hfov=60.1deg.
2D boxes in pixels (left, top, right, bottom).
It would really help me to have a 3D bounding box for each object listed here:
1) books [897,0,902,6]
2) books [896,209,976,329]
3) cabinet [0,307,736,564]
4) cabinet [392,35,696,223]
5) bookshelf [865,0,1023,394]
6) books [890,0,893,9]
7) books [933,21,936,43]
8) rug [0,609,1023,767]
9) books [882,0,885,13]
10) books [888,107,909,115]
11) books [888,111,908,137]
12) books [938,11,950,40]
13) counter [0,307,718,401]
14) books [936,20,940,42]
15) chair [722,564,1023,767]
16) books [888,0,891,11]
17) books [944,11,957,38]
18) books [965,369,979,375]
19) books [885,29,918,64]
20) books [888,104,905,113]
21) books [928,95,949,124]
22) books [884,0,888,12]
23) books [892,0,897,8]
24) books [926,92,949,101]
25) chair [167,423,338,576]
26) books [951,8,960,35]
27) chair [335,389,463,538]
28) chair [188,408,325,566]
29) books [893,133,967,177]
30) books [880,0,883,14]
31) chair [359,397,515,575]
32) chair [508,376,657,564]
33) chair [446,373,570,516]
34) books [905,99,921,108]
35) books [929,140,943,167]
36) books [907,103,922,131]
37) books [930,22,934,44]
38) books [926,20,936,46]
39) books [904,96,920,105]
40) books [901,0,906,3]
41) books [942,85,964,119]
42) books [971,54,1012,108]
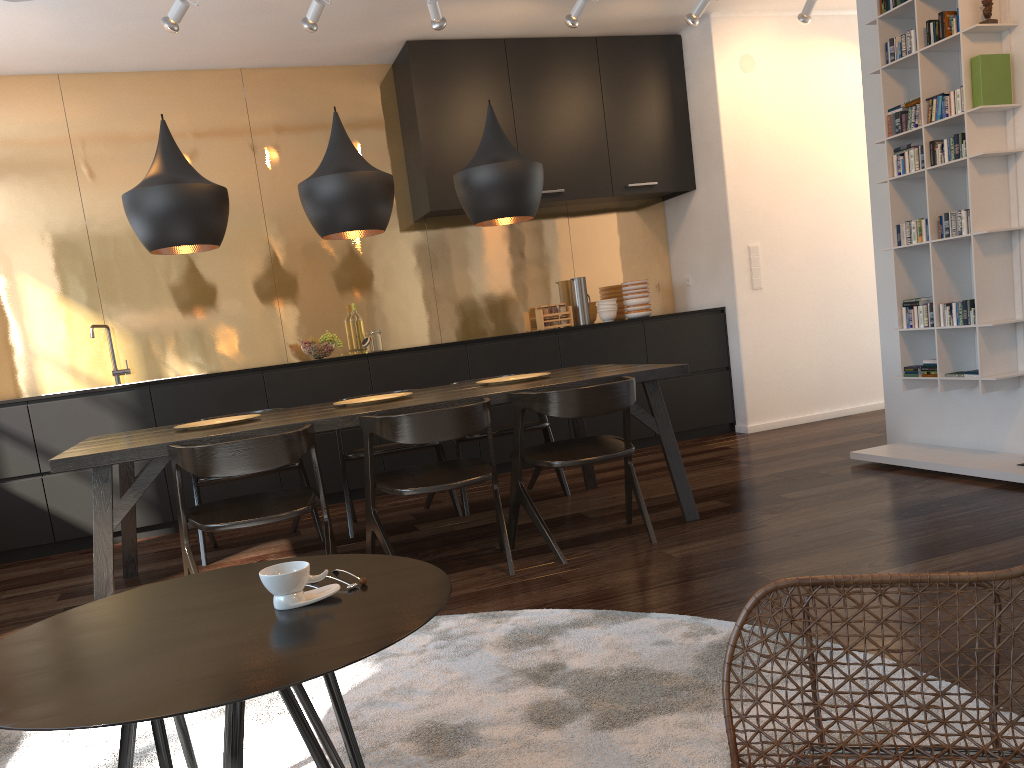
[{"bbox_3d":[1.792,-1.781,4.048,0.074,0.100,0.019,-9,8,-18],"label":"books"},{"bbox_3d":[2.015,-0.528,4.123,0.122,0.515,0.467,-10,6,-18],"label":"books"},{"bbox_3d":[-0.943,0.252,5.802,5.045,0.908,0.729,-8,6,-18],"label":"cabinet"},{"bbox_3d":[0.250,-1.769,6.118,1.948,1.060,0.529,-9,7,-18],"label":"cabinet"},{"bbox_3d":[1.994,-1.004,4.071,0.226,2.093,0.636,-10,8,-18],"label":"bookshelf"},{"bbox_3d":[1.781,-1.778,4.090,0.069,0.093,0.013,-9,8,-18],"label":"books"},{"bbox_3d":[1.886,-1.547,3.893,0.069,0.093,0.013,-9,8,-18],"label":"books"},{"bbox_3d":[-0.338,0.876,1.559,2.816,0.012,2.837,-10,4,-38],"label":"rug"},{"bbox_3d":[1.763,-1.779,4.137,0.069,0.093,0.013,-9,8,-18],"label":"books"},{"bbox_3d":[1.843,-1.293,4.191,0.069,0.014,0.092,-9,4,-18],"label":"books"},{"bbox_3d":[1.856,-1.235,4.197,0.095,0.105,0.101,-9,6,-18],"label":"books"},{"bbox_3d":[1.898,-1.559,3.853,0.074,0.116,0.028,-9,8,-18],"label":"books"},{"bbox_3d":[-1.000,-0.194,5.741,5.042,0.002,0.729,-8,4,-18],"label":"counter"},{"bbox_3d":[1.890,-1.548,3.877,0.069,0.094,0.020,-9,8,-18],"label":"books"},{"bbox_3d":[0.604,0.417,1.115,0.687,0.716,0.711,-6,6,14],"label":"chair"},{"bbox_3d":[1.776,-1.778,4.103,0.069,0.093,0.013,-9,8,-18],"label":"books"},{"bbox_3d":[1.908,-1.555,3.832,0.068,0.108,0.016,-9,8,-18],"label":"books"},{"bbox_3d":[2.115,-0.054,4.008,0.069,0.014,0.092,-8,4,-13],"label":"books"},{"bbox_3d":[1.845,-1.566,4.091,0.108,0.113,0.221,-9,5,-18],"label":"books"},{"bbox_3d":[1.839,-1.306,4.184,0.069,0.014,0.092,-8,4,-13],"label":"books"},{"bbox_3d":[1.929,-1.232,3.971,0.095,0.108,0.087,-9,6,-18],"label":"books"},{"bbox_3d":[1.766,-1.786,4.119,0.068,0.108,0.023,-9,8,-18],"label":"books"},{"bbox_3d":[1.785,-1.789,4.069,0.074,0.116,0.028,-9,8,-18],"label":"books"},{"bbox_3d":[1.918,-1.287,3.955,0.068,0.008,0.107,-8,4,-18],"label":"books"},{"bbox_3d":[-0.930,0.514,3.242,0.591,0.677,0.517,-9,6,-19],"label":"chair"},{"bbox_3d":[1.908,-1.671,3.856,0.107,0.336,0.227,-10,7,-18],"label":"books"},{"bbox_3d":[-0.642,0.391,4.636,0.591,0.677,0.517,-9,6,-20],"label":"chair"},{"bbox_3d":[-1.319,0.490,4.446,0.590,0.677,0.517,-10,7,-22],"label":"chair"},{"bbox_3d":[1.953,-1.051,4.052,0.122,0.114,0.466,-9,4,-18],"label":"books"},{"bbox_3d":[1.760,-1.787,4.152,0.068,0.108,0.016,-9,8,-18],"label":"books"},{"bbox_3d":[-0.291,0.419,3.455,0.591,0.677,0.517,-9,6,-17],"label":"chair"},{"bbox_3d":[0.284,0.334,3.642,0.591,0.677,0.517,-9,6,-20],"label":"chair"},{"bbox_3d":[-0.071,0.307,4.821,0.591,0.677,0.517,-9,6,-19],"label":"chair"},{"bbox_3d":[1.874,-1.294,4.066,0.068,0.018,0.107,-9,4,-18],"label":"books"},{"bbox_3d":[1.943,-1.050,4.028,0.074,0.116,0.028,-9,8,-18],"label":"books"},{"bbox_3d":[1.895,-1.235,4.081,0.095,0.108,0.114,-9,6,-18],"label":"books"},{"bbox_3d":[1.882,-1.548,3.907,0.069,0.093,0.013,-9,8,-18],"label":"books"},{"bbox_3d":[1.872,-1.555,3.922,0.068,0.108,0.023,-9,8,-18],"label":"books"},{"bbox_3d":[1.881,-1.309,4.066,0.093,0.015,0.111,-8,4,-18],"label":"books"},{"bbox_3d":[1.800,-1.778,4.030,0.069,0.094,0.028,-9,8,-18],"label":"books"},{"bbox_3d":[1.974,-1.235,3.869,0.122,0.113,0.136,-9,5,-18],"label":"books"},{"bbox_3d":[2.049,-1.290,3.779,0.165,0.216,0.049,-9,8,-18],"label":"books"}]
